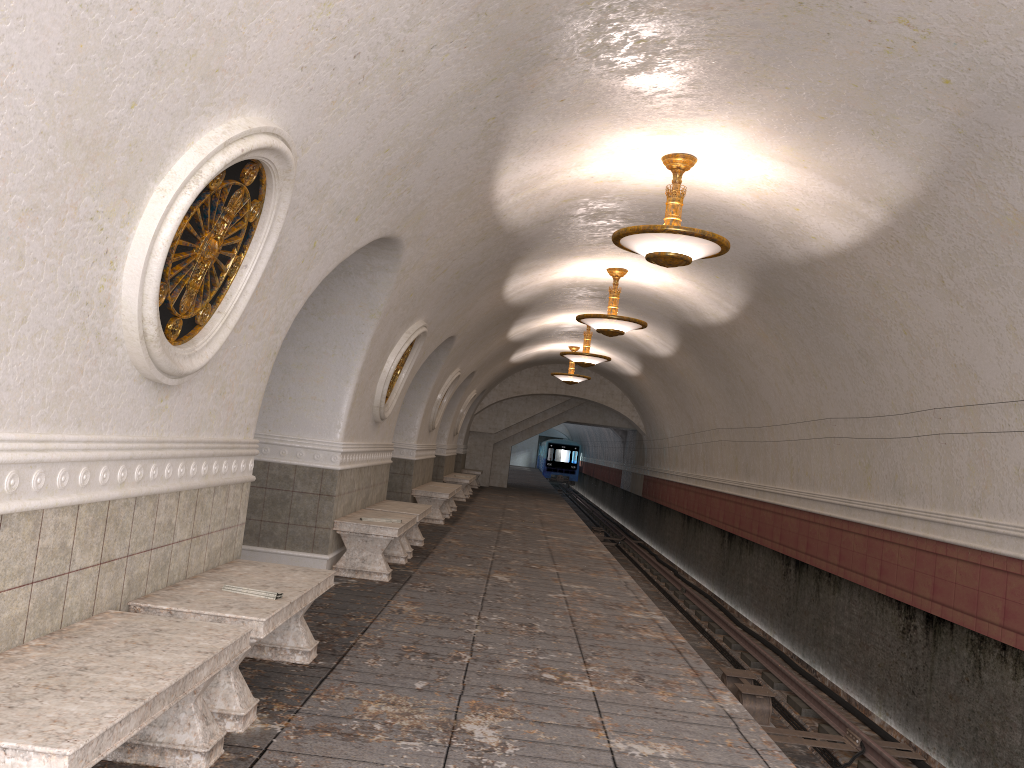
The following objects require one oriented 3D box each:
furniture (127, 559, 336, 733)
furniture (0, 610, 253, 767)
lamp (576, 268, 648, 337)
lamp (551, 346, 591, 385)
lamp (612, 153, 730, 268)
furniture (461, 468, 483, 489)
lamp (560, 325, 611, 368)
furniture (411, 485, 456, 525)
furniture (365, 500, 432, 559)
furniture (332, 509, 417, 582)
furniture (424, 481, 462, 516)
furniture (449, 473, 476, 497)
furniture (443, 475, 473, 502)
[{"bbox_3d":[-1.401,1.292,4.601,0.613,0.508,1.509,7,-4,1],"label":"furniture"},{"bbox_3d":[-1.413,1.173,2.923,0.613,0.508,1.509,7,-4,1],"label":"furniture"},{"bbox_3d":[1.426,-1.129,12.461,1.008,0.955,1.008,6,-4,17],"label":"lamp"},{"bbox_3d":[1.495,-0.448,22.095,1.008,0.955,1.008,10,-5,-43],"label":"lamp"},{"bbox_3d":[1.392,-1.470,7.644,1.008,0.955,1.008,8,-4,-15],"label":"lamp"},{"bbox_3d":[-1.240,2.887,27.157,0.613,0.508,1.509,7,-4,1],"label":"furniture"},{"bbox_3d":[1.461,-0.789,17.277,1.008,0.955,1.008,6,-4,17],"label":"lamp"},{"bbox_3d":[-1.327,2.022,14.923,0.613,0.508,1.509,7,-4,1],"label":"furniture"},{"bbox_3d":[-1.358,1.716,10.594,0.613,0.508,1.509,7,-4,1],"label":"furniture"},{"bbox_3d":[-1.370,1.597,8.917,0.613,0.508,1.509,7,-4,1],"label":"furniture"},{"bbox_3d":[-1.315,2.141,16.600,0.613,0.508,1.509,7,-4,1],"label":"furniture"},{"bbox_3d":[-1.273,2.561,22.548,0.613,0.508,1.509,7,-4,1],"label":"furniture"},{"bbox_3d":[-1.285,2.443,20.870,0.613,0.508,1.509,7,-4,1],"label":"furniture"}]
